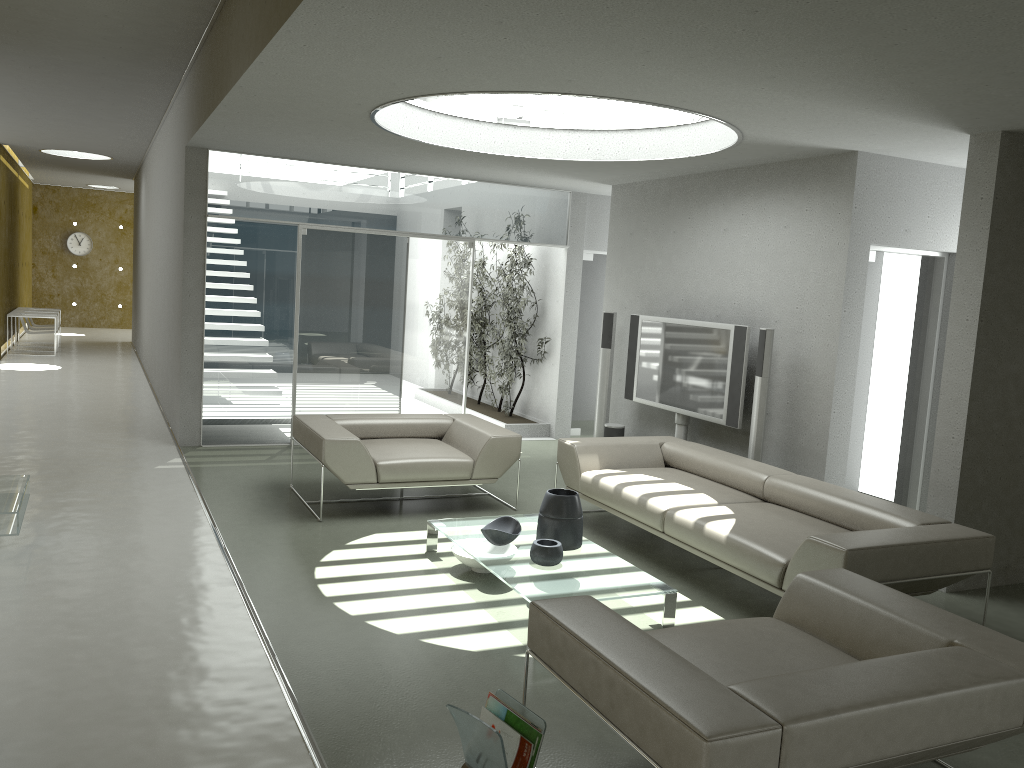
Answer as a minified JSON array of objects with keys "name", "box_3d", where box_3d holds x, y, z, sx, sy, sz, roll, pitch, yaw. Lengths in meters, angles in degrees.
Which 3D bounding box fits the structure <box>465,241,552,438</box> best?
[{"name":"structure","box_3d":[-0.466,-0.897,11.089,0.646,2.589,3.371,1,7,-26]}]

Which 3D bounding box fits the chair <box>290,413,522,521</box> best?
[{"name":"chair","box_3d":[-0.816,0.584,6.686,1.481,0.583,1.039,1,7,-25]}]

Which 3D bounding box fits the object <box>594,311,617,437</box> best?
[{"name":"object","box_3d":[0.884,0.051,8.416,0.310,1.469,0.310,4,6,2]}]

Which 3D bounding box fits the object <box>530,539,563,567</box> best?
[{"name":"object","box_3d":[0.184,0.901,4.728,0.177,0.113,0.177,-3,9,-44]}]

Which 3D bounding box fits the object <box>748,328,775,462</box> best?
[{"name":"object","box_3d":[1.770,0.335,6.378,0.310,1.469,0.310,9,8,41]}]

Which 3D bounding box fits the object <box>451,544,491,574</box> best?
[{"name":"object","box_3d":[-0.165,1.025,5.176,0.387,0.124,0.387,8,8,36]}]

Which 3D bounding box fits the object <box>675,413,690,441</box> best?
[{"name":"object","box_3d":[1.348,0.584,7.431,0.323,0.689,0.882,1,7,-25]}]

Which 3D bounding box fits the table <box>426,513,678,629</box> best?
[{"name":"table","box_3d":[0.148,1.032,4.951,0.790,0.200,1.500,1,7,-25]}]

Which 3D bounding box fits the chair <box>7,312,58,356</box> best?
[{"name":"chair","box_3d":[-8.090,-0.845,14.981,0.710,0.667,0.800,1,7,-25]}]

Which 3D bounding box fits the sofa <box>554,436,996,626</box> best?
[{"name":"sofa","box_3d":[1.354,0.852,5.490,1.037,0.585,2.791,1,7,-25]}]

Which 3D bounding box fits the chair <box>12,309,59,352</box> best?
[{"name":"chair","box_3d":[-8.452,-0.953,15.750,0.710,0.667,0.800,1,7,-25]}]

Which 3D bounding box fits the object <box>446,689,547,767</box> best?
[{"name":"object","box_3d":[-0.062,1.204,2.897,0.216,0.288,0.329,-1,8,-35]}]

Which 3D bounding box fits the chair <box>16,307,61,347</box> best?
[{"name":"chair","box_3d":[-8.814,-1.062,16.518,0.710,0.667,0.800,1,7,-25]}]

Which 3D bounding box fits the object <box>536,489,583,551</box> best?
[{"name":"object","box_3d":[0.278,0.769,5.070,0.265,0.309,0.265,-2,9,-42]}]

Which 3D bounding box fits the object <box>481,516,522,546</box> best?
[{"name":"object","box_3d":[-0.063,0.846,5.033,0.223,0.125,0.317,5,6,11]}]

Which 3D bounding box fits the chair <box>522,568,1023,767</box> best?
[{"name":"chair","box_3d":[0.917,1.105,3.007,1.481,0.583,1.039,1,7,-25]}]

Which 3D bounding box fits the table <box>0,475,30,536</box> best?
[{"name":"table","box_3d":[-3.233,0.768,4.951,0.900,0.300,0.900,1,7,-25]}]

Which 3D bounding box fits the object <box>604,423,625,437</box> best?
[{"name":"object","box_3d":[0.915,0.600,8.074,0.175,0.461,0.185,0,7,-31]}]

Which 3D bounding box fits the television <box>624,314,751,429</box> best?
[{"name":"television","box_3d":[1.443,-0.144,7.373,0.127,0.781,1.603,1,7,-25]}]

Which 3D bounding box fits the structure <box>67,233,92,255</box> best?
[{"name":"structure","box_3d":[-10.217,-3.308,20.967,0.547,0.539,0.016,1,7,-25]}]
